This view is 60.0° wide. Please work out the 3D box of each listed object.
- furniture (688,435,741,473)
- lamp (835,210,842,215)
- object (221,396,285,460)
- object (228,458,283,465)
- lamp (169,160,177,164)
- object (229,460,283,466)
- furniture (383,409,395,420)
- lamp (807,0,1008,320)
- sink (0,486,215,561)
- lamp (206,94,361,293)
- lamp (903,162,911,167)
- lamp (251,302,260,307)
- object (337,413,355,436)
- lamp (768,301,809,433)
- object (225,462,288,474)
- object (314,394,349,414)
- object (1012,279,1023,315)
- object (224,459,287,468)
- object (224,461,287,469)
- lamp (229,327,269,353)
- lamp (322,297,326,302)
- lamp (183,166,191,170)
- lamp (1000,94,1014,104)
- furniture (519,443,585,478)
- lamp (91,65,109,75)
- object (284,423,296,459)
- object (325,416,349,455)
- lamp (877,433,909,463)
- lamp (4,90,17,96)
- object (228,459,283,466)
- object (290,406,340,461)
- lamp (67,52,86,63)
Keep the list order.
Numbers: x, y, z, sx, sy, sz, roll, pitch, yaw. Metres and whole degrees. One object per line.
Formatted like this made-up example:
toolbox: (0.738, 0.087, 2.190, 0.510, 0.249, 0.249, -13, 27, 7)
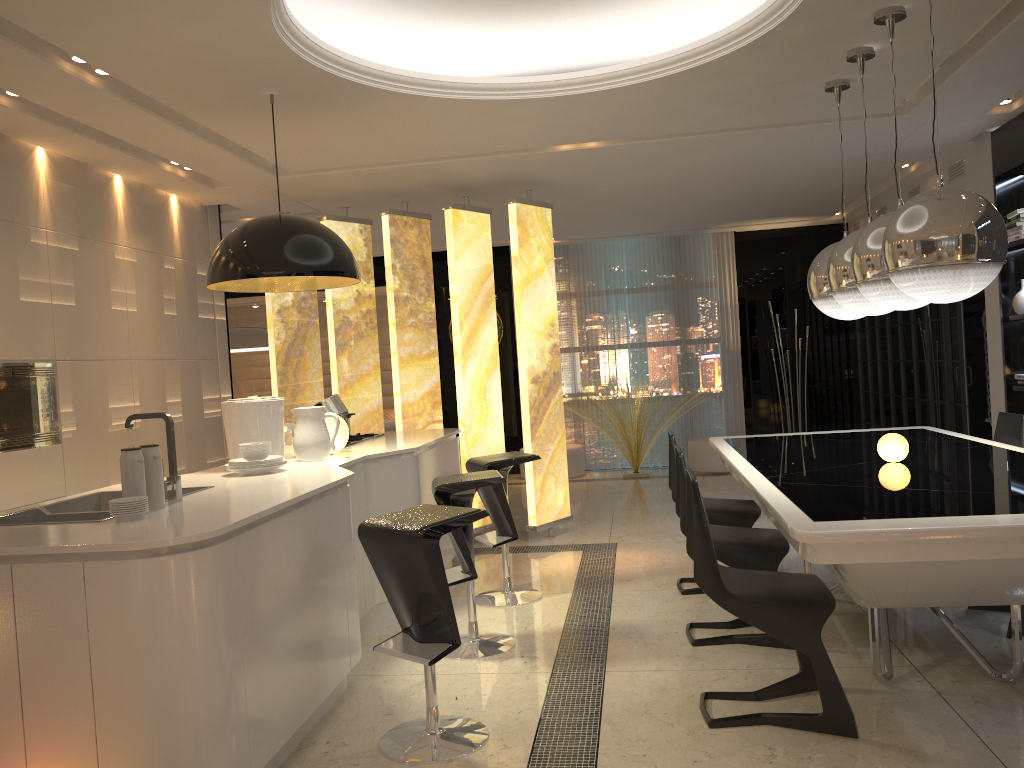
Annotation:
furniture: (2.291, 0.754, 9.661, 0.735, 0.357, 0.735, -4, 1, -20)
lamp: (3.451, -1.867, 9.435, 0.107, 0.127, 0.107, -4, 1, -11)
object: (-1.206, 0.221, 4.162, 0.288, 0.330, 0.288, -3, 1, 25)
object: (-1.111, 0.341, 3.851, 0.229, 0.016, 0.229, -3, 1, 38)
lamp: (-2.079, -1.427, 5.495, 0.107, 0.127, 0.107, -4, 1, -11)
object: (-1.111, 0.350, 3.852, 0.229, 0.016, 0.229, -3, 1, 38)
furniture: (-1.381, 0.735, 11.219, 1.312, 0.810, 1.107, -4, 1, 8)
lamp: (1.619, -0.922, 3.880, 0.408, 1.226, 1.827, -4, 1, 8)
sink: (-1.427, 0.493, 3.083, 0.485, 0.152, 0.738, -4, 1, 8)
lamp: (-1.103, -0.916, 4.184, 0.710, 0.898, 0.710, -3, 1, 18)
lamp: (3.129, -1.798, 7.088, 0.107, 0.127, 0.107, -4, 1, -11)
lamp: (-3.379, -1.073, 11.676, 0.107, 0.127, 0.107, -4, 1, -11)
object: (-1.102, 0.256, 5.350, 0.253, 0.147, 0.266, -5, 2, -39)
lamp: (3.082, -0.022, 9.775, 0.418, 1.801, 0.200, -4, 1, 8)
object: (-1.109, 0.369, 3.852, 0.264, 0.033, 0.264, -4, 1, -23)
object: (-1.116, 0.171, 5.346, 0.249, 0.212, 0.256, -3, 2, 43)
object: (3.318, -0.645, 5.675, 0.210, 0.395, 0.180, -3, 1, 11)
object: (-1.110, 0.356, 3.852, 0.264, 0.033, 0.264, -4, 1, -23)
object: (-1.110, 0.363, 3.852, 0.264, 0.033, 0.264, -4, 1, -23)
lamp: (-2.782, -0.827, 8.866, 1.578, 0.995, 0.939, -4, 1, 8)
lamp: (-2.422, -1.133, 11.543, 0.107, 0.127, 0.107, -4, 1, -11)
lamp: (-2.056, -1.432, 5.658, 0.107, 0.127, 0.107, -4, 1, 4)
lamp: (2.961, -1.752, 5.338, 0.107, 0.127, 0.107, -4, 1, -11)
furniture: (0.451, 0.866, 10.009, 0.735, 0.357, 0.735, -4, 1, 10)
lamp: (-1.776, -1.414, 3.860, 0.107, 0.127, 0.107, -4, 1, -11)
object: (-1.159, 0.289, 4.482, 0.211, 0.174, 0.211, -5, 1, -35)
object: (-0.940, 0.254, 4.523, 0.212, 0.214, 0.213, -4, 1, -32)
lamp: (1.630, 0.273, 3.794, 0.125, 0.125, 0.125, -4, 1, -32)
lamp: (-2.287, -1.383, 3.976, 0.107, 0.127, 0.270, -4, 1, 8)
object: (-1.111, 0.346, 3.851, 0.229, 0.016, 0.229, -3, 1, 38)
object: (-0.957, 0.239, 4.295, 0.211, 0.254, 0.183, -4, 1, -30)
lamp: (-1.799, -1.409, 3.698, 0.107, 0.127, 0.107, -4, 1, -11)
